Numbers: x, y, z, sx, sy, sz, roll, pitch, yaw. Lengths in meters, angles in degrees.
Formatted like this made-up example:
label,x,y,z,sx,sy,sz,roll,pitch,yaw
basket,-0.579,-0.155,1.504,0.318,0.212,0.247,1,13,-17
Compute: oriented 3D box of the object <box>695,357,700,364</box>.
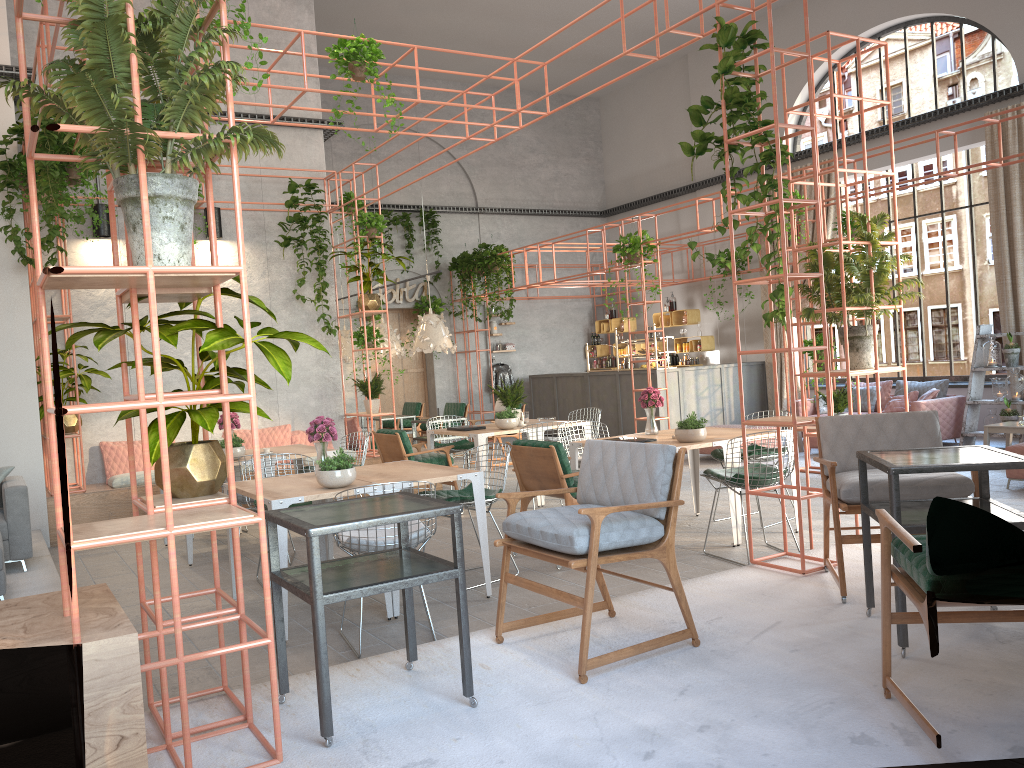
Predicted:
label,x,y,z,sx,sy,sz,roll,pitch,yaw
object,3.519,-0.439,16.839,0.073,0.131,0.073,-5,2,-38

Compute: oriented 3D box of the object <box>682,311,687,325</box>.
label,x,y,z,sx,sy,sz,roll,pitch,yaw
object,3.306,-1.258,16.870,0.137,0.261,0.137,-4,1,5

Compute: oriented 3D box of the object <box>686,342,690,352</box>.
label,x,y,z,sx,sy,sz,roll,pitch,yaw
object,3.317,-0.695,16.711,0.069,0.191,0.069,-4,1,-13

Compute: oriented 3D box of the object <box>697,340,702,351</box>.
label,x,y,z,sx,sy,sz,roll,pitch,yaw
object,3.510,-0.711,16.468,0.131,0.207,0.131,-4,1,14

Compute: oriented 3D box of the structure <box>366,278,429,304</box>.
label,x,y,z,sx,sy,sz,roll,pitch,yaw
structure,-2.242,-1.820,17.347,1.312,0.505,0.063,-5,2,-31

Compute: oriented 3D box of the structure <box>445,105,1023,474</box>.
label,x,y,z,sx,sy,sz,roll,pitch,yaw
structure,3.998,-0.871,12.638,4.157,4.247,14.689,-5,2,-31

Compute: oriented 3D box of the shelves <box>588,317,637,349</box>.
label,x,y,z,sx,sy,sz,roll,pitch,yaw
shelves,2.224,-0.462,18.821,0.328,1.838,1.750,-5,2,-31

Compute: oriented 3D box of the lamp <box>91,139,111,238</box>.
label,x,y,z,sx,sy,sz,roll,pitch,yaw
lamp,-4.592,-2.345,9.823,0.179,1.425,0.185,-5,2,-31

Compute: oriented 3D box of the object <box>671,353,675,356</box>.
label,x,y,z,sx,sy,sz,roll,pitch,yaw
object,3.163,-0.489,17.452,0.072,0.248,0.094,-5,2,-31

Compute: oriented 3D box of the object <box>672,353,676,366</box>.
label,x,y,z,sx,sy,sz,roll,pitch,yaw
object,3.147,-0.500,17.235,0.065,0.280,0.065,-4,1,13

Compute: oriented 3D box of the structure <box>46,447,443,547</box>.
label,x,y,z,sx,sy,sz,roll,pitch,yaw
structure,-4.251,1.272,12.512,4.386,0.500,5.831,-5,2,-31

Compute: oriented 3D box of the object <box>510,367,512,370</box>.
label,x,y,z,sx,sy,sz,roll,pitch,yaw
object,-0.013,-0.275,18.602,0.033,0.146,0.070,-3,2,31

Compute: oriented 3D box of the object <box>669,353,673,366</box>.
label,x,y,z,sx,sy,sz,roll,pitch,yaw
object,3.072,-0.499,17.184,0.066,0.291,0.066,-3,2,44

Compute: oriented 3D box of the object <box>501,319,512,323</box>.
label,x,y,z,sx,sy,sz,roll,pitch,yaw
object,-0.116,-1.325,18.496,0.263,0.101,0.013,-5,2,-31

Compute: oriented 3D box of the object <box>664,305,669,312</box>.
label,x,y,z,sx,sy,sz,roll,pitch,yaw
object,2.994,-1.457,17.172,0.088,0.123,0.088,-3,2,26

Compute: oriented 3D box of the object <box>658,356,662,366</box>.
label,x,y,z,sx,sy,sz,roll,pitch,yaw
object,2.921,-0.457,17.433,0.073,0.219,0.105,-5,2,-24

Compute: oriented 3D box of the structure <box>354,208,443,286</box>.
label,x,y,z,sx,sy,sz,roll,pitch,yaw
structure,-2.240,-2.657,17.238,1.939,1.514,0.856,-5,2,-37

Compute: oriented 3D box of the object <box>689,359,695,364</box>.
label,x,y,z,sx,sy,sz,roll,pitch,yaw
object,3.415,-0.421,16.863,0.115,0.107,0.115,-5,2,-25

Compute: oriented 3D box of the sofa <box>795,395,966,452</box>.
label,x,y,z,sx,sy,sz,roll,pitch,yaw
sofa,4.887,0.561,12.649,1.960,0.672,2.219,-5,2,-30

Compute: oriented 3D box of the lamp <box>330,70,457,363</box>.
label,x,y,z,sx,sy,sz,roll,pitch,yaw
lamp,-2.172,-2.400,14.161,0.704,4.052,4.456,-5,2,-31

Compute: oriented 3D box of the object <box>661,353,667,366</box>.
label,x,y,z,sx,sy,sz,roll,pitch,yaw
object,2.980,-0.474,17.342,0.072,0.248,0.094,-5,2,-31

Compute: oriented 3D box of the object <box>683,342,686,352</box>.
label,x,y,z,sx,sy,sz,roll,pitch,yaw
object,3.271,-0.694,16.789,0.069,0.191,0.069,-4,1,5

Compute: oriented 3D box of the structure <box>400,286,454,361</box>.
label,x,y,z,sx,sy,sz,roll,pitch,yaw
structure,-1.726,-1.232,17.756,0.950,1.527,0.921,-5,2,-32

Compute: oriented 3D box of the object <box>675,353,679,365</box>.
label,x,y,z,sx,sy,sz,roll,pitch,yaw
object,3.215,-0.509,17.279,0.074,0.287,0.072,-4,1,1

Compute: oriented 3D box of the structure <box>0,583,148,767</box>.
label,x,y,z,sx,sy,sz,roll,pitch,yaw
structure,-3.932,0.953,4.135,3.396,1.111,9.152,-5,2,-31

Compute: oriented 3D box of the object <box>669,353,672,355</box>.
label,x,y,z,sx,sy,sz,roll,pitch,yaw
object,3.101,-0.484,17.419,0.072,0.248,0.094,-5,2,-31

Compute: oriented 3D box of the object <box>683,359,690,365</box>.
label,x,y,z,sx,sy,sz,roll,pitch,yaw
object,3.309,-0.412,16.800,0.115,0.107,0.115,-3,2,26

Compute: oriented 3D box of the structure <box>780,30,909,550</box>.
label,x,y,z,sx,sy,sz,roll,pitch,yaw
structure,2.388,-0.583,6.291,0.624,3.602,0.424,-5,2,-31

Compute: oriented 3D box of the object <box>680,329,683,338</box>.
label,x,y,z,sx,sy,sz,roll,pitch,yaw
object,3.233,-0.960,16.878,0.083,0.159,0.083,-4,1,14

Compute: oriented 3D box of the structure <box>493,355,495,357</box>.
label,x,y,z,sx,sy,sz,roll,pitch,yaw
structure,-0.370,-0.574,18.404,0.066,0.044,0.019,-5,2,-31

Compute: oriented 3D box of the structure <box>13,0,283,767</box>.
label,x,y,z,sx,sy,sz,roll,pitch,yaw
structure,-1.165,-0.458,2.981,0.748,3.623,0.722,-5,2,-31

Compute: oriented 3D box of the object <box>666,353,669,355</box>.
label,x,y,z,sx,sy,sz,roll,pitch,yaw
object,3.042,-0.479,17.378,0.072,0.248,0.094,-5,2,-31

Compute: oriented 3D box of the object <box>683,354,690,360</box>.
label,x,y,z,sx,sy,sz,roll,pitch,yaw
object,3.326,-0.520,16.884,0.115,0.107,0.115,-3,2,26

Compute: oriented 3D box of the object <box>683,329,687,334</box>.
label,x,y,z,sx,sy,sz,roll,pitch,yaw
object,3.279,-0.962,16.800,0.083,0.159,0.083,-4,1,14

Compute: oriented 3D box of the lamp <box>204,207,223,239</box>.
label,x,y,z,sx,sy,sz,roll,pitch,yaw
lamp,-3.555,-2.431,10.438,0.179,1.425,0.185,-5,2,-31

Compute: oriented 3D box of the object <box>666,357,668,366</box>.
label,x,y,z,sx,sy,sz,roll,pitch,yaw
object,3.027,-0.475,17.253,0.082,0.246,0.082,-4,1,2

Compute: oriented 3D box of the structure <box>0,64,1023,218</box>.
label,x,y,z,sx,sy,sz,roll,pitch,yaw
structure,-0.565,-3.357,9.647,15.603,0.110,15.203,-5,2,-31

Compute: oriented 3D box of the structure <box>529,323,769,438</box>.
label,x,y,z,sx,sy,sz,roll,pitch,yaw
structure,2.501,-0.075,17.206,2.579,2.022,4.057,-5,2,-31

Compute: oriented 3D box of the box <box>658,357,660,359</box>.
label,x,y,z,sx,sy,sz,roll,pitch,yaw
box,2.883,-0.489,17.555,0.058,0.093,0.122,-4,2,-19

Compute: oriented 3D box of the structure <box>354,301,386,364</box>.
label,x,y,z,sx,sy,sz,roll,pitch,yaw
structure,-2.838,-1.158,17.047,0.921,1.527,0.950,-4,1,3

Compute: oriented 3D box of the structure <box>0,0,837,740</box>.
label,x,y,z,sx,sy,sz,roll,pitch,yaw
structure,-3.327,-0.868,10.152,4.501,4.345,14.096,-5,2,-32

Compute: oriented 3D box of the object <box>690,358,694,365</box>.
label,x,y,z,sx,sy,sz,roll,pitch,yaw
object,3.399,-0.429,16.761,0.073,0.131,0.073,-5,2,-38

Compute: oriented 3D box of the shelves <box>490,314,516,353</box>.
label,x,y,z,sx,sy,sz,roll,pitch,yaw
shelves,-0.202,-1.055,18.418,0.560,0.790,0.186,-5,2,-30

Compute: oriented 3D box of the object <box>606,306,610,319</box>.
label,x,y,z,sx,sy,sz,roll,pitch,yaw
object,2.081,-1.531,19.051,0.134,0.301,0.134,-5,2,-42

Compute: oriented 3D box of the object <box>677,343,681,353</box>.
label,x,y,z,sx,sy,sz,roll,pitch,yaw
object,3.188,-0.692,16.930,0.069,0.191,0.069,-4,1,-19

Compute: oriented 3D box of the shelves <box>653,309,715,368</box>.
label,x,y,z,sx,sy,sz,roll,pitch,yaw
shelves,3.202,-0.488,17.169,0.328,1.838,1.750,-5,2,-31

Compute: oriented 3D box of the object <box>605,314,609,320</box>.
label,x,y,z,sx,sy,sz,roll,pitch,yaw
object,2.016,-1.431,18.824,0.088,0.123,0.088,-3,2,26

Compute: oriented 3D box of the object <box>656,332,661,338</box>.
label,x,y,z,sx,sy,sz,roll,pitch,yaw
object,2.920,-0.953,17.665,0.115,0.147,0.115,-4,2,-22

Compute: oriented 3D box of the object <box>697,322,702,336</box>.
label,x,y,z,sx,sy,sz,roll,pitch,yaw
object,3.516,-1.030,16.635,0.075,0.273,0.075,-5,2,-42

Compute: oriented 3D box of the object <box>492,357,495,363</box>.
label,x,y,z,sx,sy,sz,roll,pitch,yaw
object,-0.384,-0.499,18.377,0.093,0.121,0.049,-5,2,-28

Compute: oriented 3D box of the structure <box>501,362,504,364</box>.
label,x,y,z,sx,sy,sz,roll,pitch,yaw
structure,-0.206,-0.436,18.501,0.066,0.044,0.019,-5,2,-31

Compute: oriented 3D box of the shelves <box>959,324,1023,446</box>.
label,x,y,z,sx,sy,sz,roll,pitch,yaw
shelves,6.467,0.010,11.639,0.856,1.618,0.842,-5,2,-31

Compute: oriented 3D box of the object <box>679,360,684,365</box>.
label,x,y,z,sx,sy,sz,roll,pitch,yaw
object,3.243,-0.410,16.911,0.115,0.107,0.115,-5,2,-33

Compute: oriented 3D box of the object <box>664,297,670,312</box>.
label,x,y,z,sx,sy,sz,roll,pitch,yaw
object,3.059,-1.557,17.399,0.134,0.301,0.134,-5,2,-42
